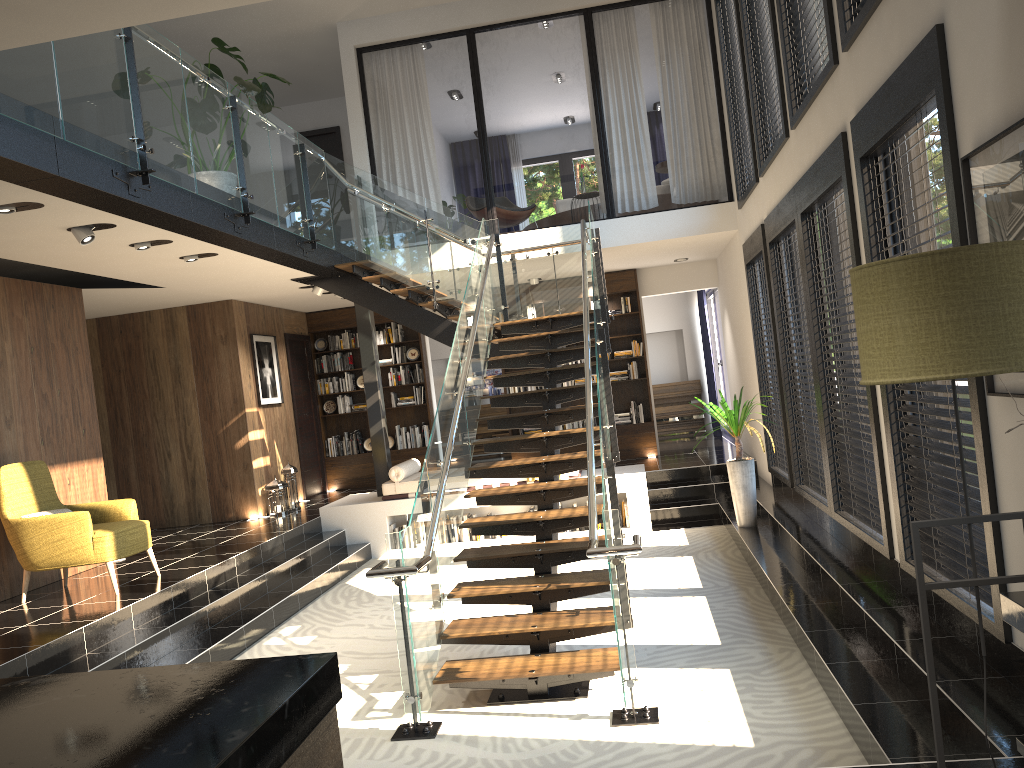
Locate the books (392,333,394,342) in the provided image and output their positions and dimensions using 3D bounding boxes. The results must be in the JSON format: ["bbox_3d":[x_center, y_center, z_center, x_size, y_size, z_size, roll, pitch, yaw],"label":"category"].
[{"bbox_3d":[-1.740,-0.707,13.213,0.021,0.197,0.200,-7,0,8],"label":"books"}]

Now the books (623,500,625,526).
[{"bbox_3d":[1.265,1.458,10.043,0.043,0.287,0.147,-7,1,8],"label":"books"}]

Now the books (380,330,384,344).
[{"bbox_3d":[-1.916,-0.693,13.235,0.034,0.211,0.205,-7,0,8],"label":"books"}]

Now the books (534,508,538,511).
[{"bbox_3d":[0.292,1.576,10.188,0.030,0.284,0.176,-7,0,8],"label":"books"}]

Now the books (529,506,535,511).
[{"bbox_3d":[0.250,1.565,10.160,0.043,0.316,0.209,-7,0,8],"label":"books"}]

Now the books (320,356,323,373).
[{"bbox_3d":[-2.861,-0.287,13.369,0.066,0.255,0.127,-7,1,8],"label":"books"}]

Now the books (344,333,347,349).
[{"bbox_3d":[-2.457,-0.643,13.264,0.025,0.239,0.220,-7,0,8],"label":"books"}]

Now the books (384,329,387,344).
[{"bbox_3d":[-1.878,-0.704,13.245,0.042,0.223,0.163,-7,0,8],"label":"books"}]

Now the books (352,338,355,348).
[{"bbox_3d":[-2.361,-0.609,13.309,0.040,0.149,0.125,-7,0,8],"label":"books"}]

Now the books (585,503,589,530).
[{"bbox_3d":[0.867,1.507,10.109,0.026,0.284,0.177,-7,0,8],"label":"books"}]

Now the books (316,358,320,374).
[{"bbox_3d":[-2.906,-0.269,13.355,0.023,0.231,0.143,-7,0,8],"label":"books"}]

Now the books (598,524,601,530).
[{"bbox_3d":[0.983,1.511,10.047,0.025,0.249,0.208,-7,0,8],"label":"books"}]

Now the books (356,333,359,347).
[{"bbox_3d":[-2.276,-0.651,13.272,0.027,0.212,0.180,-7,0,8],"label":"books"}]

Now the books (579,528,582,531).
[{"bbox_3d":[0.774,1.532,10.119,0.030,0.256,0.160,-7,0,8],"label":"books"}]

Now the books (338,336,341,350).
[{"bbox_3d":[-2.567,-0.616,13.321,0.014,0.212,0.184,-7,0,8],"label":"books"}]

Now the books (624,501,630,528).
[{"bbox_3d":[1.301,1.466,10.001,0.037,0.264,0.272,-7,0,8],"label":"books"}]

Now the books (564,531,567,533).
[{"bbox_3d":[0.605,1.554,10.113,0.036,0.253,0.177,-7,0,8],"label":"books"}]

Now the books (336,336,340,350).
[{"bbox_3d":[-2.604,-0.614,13.320,0.059,0.216,0.159,-7,0,8],"label":"books"}]

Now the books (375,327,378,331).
[{"bbox_3d":[-2.029,-0.713,13.189,0.011,0.276,0.287,-7,0,8],"label":"books"}]

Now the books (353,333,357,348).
[{"bbox_3d":[-2.331,-0.647,13.294,0.030,0.217,0.165,-7,0,8],"label":"books"}]

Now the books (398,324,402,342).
[{"bbox_3d":[-1.651,-0.750,13.176,0.013,0.262,0.217,-7,0,8],"label":"books"}]

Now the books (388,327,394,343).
[{"bbox_3d":[-1.784,-0.727,13.229,0.064,0.247,0.209,-7,0,8],"label":"books"}]

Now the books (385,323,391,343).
[{"bbox_3d":[-1.832,-0.750,13.193,0.015,0.303,0.251,-7,0,8],"label":"books"}]

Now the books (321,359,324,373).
[{"bbox_3d":[-2.817,-0.267,13.338,0.025,0.204,0.192,-7,0,8],"label":"books"}]

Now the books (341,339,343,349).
[{"bbox_3d":[-2.516,-0.594,13.304,0.035,0.156,0.186,-7,0,8],"label":"books"}]

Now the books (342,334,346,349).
[{"bbox_3d":[-2.487,-0.635,13.281,0.039,0.230,0.205,-7,0,8],"label":"books"}]

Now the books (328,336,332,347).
[{"bbox_3d":[-2.711,-0.610,13.339,0.017,0.234,0.199,-7,0,8],"label":"books"}]

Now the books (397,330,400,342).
[{"bbox_3d":[-1.663,-0.710,13.201,0.027,0.186,0.220,-7,0,8],"label":"books"}]

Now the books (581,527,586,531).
[{"bbox_3d":[0.802,1.543,10.084,0.032,0.229,0.228,-7,0,8],"label":"books"}]

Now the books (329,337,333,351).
[{"bbox_3d":[-2.695,-0.603,13.299,0.024,0.216,0.210,-7,0,8],"label":"books"}]

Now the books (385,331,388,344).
[{"bbox_3d":[-1.841,-0.692,13.239,0.029,0.191,0.177,-7,0,8],"label":"books"}]

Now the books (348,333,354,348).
[{"bbox_3d":[-2.398,-0.648,13.291,0.020,0.235,0.206,-7,0,8],"label":"books"}]

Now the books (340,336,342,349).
[{"bbox_3d":[-2.545,-0.614,13.335,0.025,0.203,0.156,-7,0,8],"label":"books"}]

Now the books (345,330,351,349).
[{"bbox_3d":[-2.441,-0.665,13.261,0.012,0.278,0.228,-7,0,8],"label":"books"}]

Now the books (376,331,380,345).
[{"bbox_3d":[-1.978,-0.684,13.252,0.027,0.207,0.203,-7,0,8],"label":"books"}]

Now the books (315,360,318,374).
[{"bbox_3d":[-2.925,-0.259,13.377,0.023,0.215,0.148,-7,0,8],"label":"books"}]

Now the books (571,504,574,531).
[{"bbox_3d":[0.697,1.523,10.129,0.066,0.294,0.142,-7,1,8],"label":"books"}]

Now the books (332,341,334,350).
[{"bbox_3d":[-2.665,-0.589,13.342,0.020,0.180,0.153,-7,0,8],"label":"books"}]

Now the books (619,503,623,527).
[{"bbox_3d":[1.235,1.478,10.042,0.019,0.255,0.180,-7,0,8],"label":"books"}]

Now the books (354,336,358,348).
[{"bbox_3d":[-2.304,-0.628,13.257,0.029,0.172,0.187,-7,0,8],"label":"books"}]

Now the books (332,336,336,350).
[{"bbox_3d":[-2.647,-0.612,13.319,0.026,0.222,0.202,-7,0,8],"label":"books"}]

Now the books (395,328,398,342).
[{"bbox_3d":[-1.693,-0.723,13.231,0.037,0.218,0.144,-7,0,8],"label":"books"}]

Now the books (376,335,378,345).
[{"bbox_3d":[-2.003,-0.685,13.238,0.019,0.216,0.214,-7,0,8],"label":"books"}]

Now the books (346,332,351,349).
[{"bbox_3d":[-2.420,-0.651,13.283,0.020,0.245,0.228,-7,0,8],"label":"books"}]

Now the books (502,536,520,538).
[{"bbox_3d":[0.022,1.740,10.227,0.257,0.024,0.167,-7,0,8],"label":"books"}]

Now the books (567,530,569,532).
[{"bbox_3d":[0.632,1.549,10.109,0.019,0.256,0.186,-7,0,8],"label":"books"}]

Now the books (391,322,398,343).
[{"bbox_3d":[-1.732,-0.761,13.173,0.017,0.302,0.266,-7,0,8],"label":"books"}]

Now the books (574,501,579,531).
[{"bbox_3d":[0.740,1.508,10.109,0.027,0.312,0.189,-7,0,8],"label":"books"}]

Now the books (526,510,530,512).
[{"bbox_3d":[0.192,1.594,10.181,0.030,0.273,0.168,-7,0,8],"label":"books"}]

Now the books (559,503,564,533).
[{"bbox_3d":[0.569,1.526,10.133,0.033,0.318,0.152,-7,1,8],"label":"books"}]

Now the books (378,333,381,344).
[{"bbox_3d":[-1.947,-0.669,13.245,0.034,0.171,0.158,-7,0,8],"label":"books"}]
